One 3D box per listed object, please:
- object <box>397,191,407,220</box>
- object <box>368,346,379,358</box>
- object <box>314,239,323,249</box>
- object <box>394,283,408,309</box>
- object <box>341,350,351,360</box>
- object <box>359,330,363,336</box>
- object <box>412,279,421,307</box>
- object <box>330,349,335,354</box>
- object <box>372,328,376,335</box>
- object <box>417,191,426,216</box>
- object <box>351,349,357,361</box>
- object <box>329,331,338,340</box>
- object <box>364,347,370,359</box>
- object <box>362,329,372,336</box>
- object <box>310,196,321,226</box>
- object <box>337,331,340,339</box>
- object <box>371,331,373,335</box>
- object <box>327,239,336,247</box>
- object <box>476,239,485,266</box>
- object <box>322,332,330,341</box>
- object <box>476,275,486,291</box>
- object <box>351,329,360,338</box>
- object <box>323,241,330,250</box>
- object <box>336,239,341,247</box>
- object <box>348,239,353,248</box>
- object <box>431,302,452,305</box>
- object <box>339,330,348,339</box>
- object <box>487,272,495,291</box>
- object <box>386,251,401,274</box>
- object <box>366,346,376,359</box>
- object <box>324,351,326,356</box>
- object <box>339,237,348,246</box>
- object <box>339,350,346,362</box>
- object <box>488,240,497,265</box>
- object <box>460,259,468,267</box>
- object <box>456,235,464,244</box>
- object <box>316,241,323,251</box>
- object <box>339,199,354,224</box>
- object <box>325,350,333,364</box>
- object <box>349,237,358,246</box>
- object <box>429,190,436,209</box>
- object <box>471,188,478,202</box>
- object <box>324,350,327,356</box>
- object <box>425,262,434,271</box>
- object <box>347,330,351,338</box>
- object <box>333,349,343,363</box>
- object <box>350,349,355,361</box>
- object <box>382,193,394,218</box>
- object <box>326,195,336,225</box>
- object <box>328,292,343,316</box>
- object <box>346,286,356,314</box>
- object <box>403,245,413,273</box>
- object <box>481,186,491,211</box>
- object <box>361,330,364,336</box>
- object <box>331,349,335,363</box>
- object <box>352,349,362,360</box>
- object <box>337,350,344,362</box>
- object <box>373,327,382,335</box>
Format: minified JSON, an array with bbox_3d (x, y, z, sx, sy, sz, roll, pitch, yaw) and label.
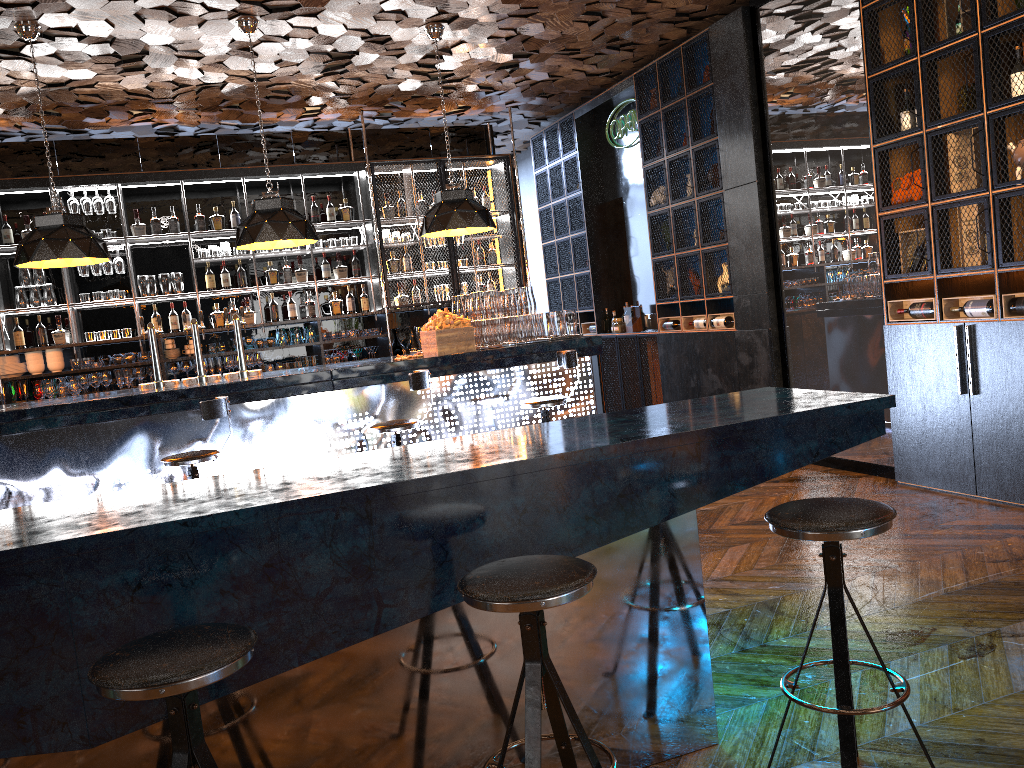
[{"bbox_3d":[-1.162,-1.882,9.325,0.086,0.297,0.086,-4,5,29],"label":"object"},{"bbox_3d":[-1.410,-0.305,9.089,0.107,0.152,0.107,-6,5,6],"label":"object"},{"bbox_3d":[-1.961,-1.413,8.980,0.089,0.092,0.089,-10,6,-34],"label":"object"},{"bbox_3d":[-1.170,-0.928,9.341,0.123,0.279,0.123,-9,5,-31],"label":"object"},{"bbox_3d":[-1.680,-0.266,9.013,0.106,0.148,0.106,-7,5,-1],"label":"object"},{"bbox_3d":[-1.546,-0.535,9.271,0.088,0.070,0.098,-10,6,-35],"label":"object"},{"bbox_3d":[-1.019,-0.963,9.414,0.086,0.299,0.086,-4,5,29],"label":"object"},{"bbox_3d":[-1.842,-0.273,9.177,0.089,0.174,0.089,-4,5,31],"label":"object"},{"bbox_3d":[-1.406,-0.542,9.163,0.098,0.070,0.088,-6,5,7],"label":"object"},{"bbox_3d":[-0.962,-1.903,9.395,0.083,0.282,0.083,-8,5,-20],"label":"object"},{"bbox_3d":[-1.613,-0.286,9.164,0.106,0.148,0.106,-6,5,9],"label":"object"},{"bbox_3d":[-1.795,-0.485,8.932,0.084,0.082,0.084,-8,5,-19],"label":"object"},{"bbox_3d":[-1.500,-0.313,9.319,0.107,0.152,0.107,-8,5,-14],"label":"object"},{"bbox_3d":[-1.482,-0.527,9.084,0.088,0.070,0.098,-5,5,15],"label":"object"},{"bbox_3d":[-2.006,-1.762,9.019,0.086,0.299,0.086,-4,5,29],"label":"object"},{"bbox_3d":[-1.773,-0.505,9.145,0.084,0.082,0.084,-8,5,-22],"label":"object"},{"bbox_3d":[-1.442,-0.546,9.259,0.088,0.070,0.098,-4,5,27],"label":"object"},{"bbox_3d":[-1.836,-1.434,9.057,0.089,0.092,0.089,-8,5,-20],"label":"object"},{"bbox_3d":[-0.347,-1.424,9.644,0.086,0.299,0.086,-4,5,29],"label":"object"},{"bbox_3d":[-1.872,-0.474,8.907,0.084,0.082,0.084,-9,5,-27],"label":"object"},{"bbox_3d":[-0.342,-1.050,9.657,0.083,0.282,0.083,-10,6,-35],"label":"object"},{"bbox_3d":[-1.593,-0.514,9.004,0.084,0.082,0.084,-10,6,-37],"label":"object"},{"bbox_3d":[-1.906,-1.436,9.184,0.089,0.092,0.089,-10,6,-34],"label":"object"},{"bbox_3d":[-1.800,-1.449,9.197,0.089,0.092,0.089,-10,6,-34],"label":"object"},{"bbox_3d":[-1.702,-1.464,9.245,0.089,0.092,0.089,-5,5,19],"label":"object"},{"bbox_3d":[-0.627,-0.872,9.500,0.437,0.019,0.273,-8,5,-20],"label":"object"},{"bbox_3d":[-1.704,-0.498,8.964,0.084,0.082,0.084,-7,5,-2],"label":"object"},{"bbox_3d":[-0.230,-1.074,9.711,0.086,0.298,0.086,-4,5,29],"label":"object"},{"bbox_3d":[-1.245,-1.269,9.314,0.151,0.248,0.094,-7,5,-11],"label":"object"},{"bbox_3d":[-1.452,-0.309,9.199,0.107,0.152,0.107,-7,5,-6],"label":"object"},{"bbox_3d":[-1.913,-0.258,9.082,0.089,0.174,0.089,-4,5,31],"label":"object"},{"bbox_3d":[-1.716,-1.448,9.060,0.089,0.092,0.089,-5,5,19],"label":"object"},{"bbox_3d":[-1.719,-0.271,9.123,0.106,0.148,0.106,-5,5,12],"label":"object"},{"bbox_3d":[-0.218,-1.433,9.688,0.083,0.282,0.083,-7,5,-10],"label":"object"},{"bbox_3d":[-0.514,-1.294,9.538,0.089,0.092,0.089,-10,6,-35],"label":"object"},{"bbox_3d":[-0.562,-1.621,9.456,0.092,0.244,0.092,-9,5,-25],"label":"object"},{"bbox_3d":[-1.987,-1.422,9.119,0.089,0.092,0.089,-4,5,24],"label":"object"},{"bbox_3d":[-1.700,-1.779,9.127,0.151,0.248,0.094,-6,5,9],"label":"object"},{"bbox_3d":[-1.847,-0.251,8.905,0.089,0.174,0.089,-4,5,31],"label":"object"},{"bbox_3d":[-1.624,-1.461,9.100,0.089,0.092,0.089,-10,6,-34],"label":"object"},{"bbox_3d":[-0.817,-1.921,9.449,0.123,0.279,0.123,-8,5,-16],"label":"object"},{"bbox_3d":[-0.407,-1.981,9.597,0.083,0.282,0.083,-7,5,-5],"label":"object"},{"bbox_3d":[-1.870,-0.256,8.997,0.089,0.174,0.089,-4,5,31],"label":"object"},{"bbox_3d":[-0.869,-1.240,9.366,0.089,0.092,0.089,-10,6,-35],"label":"object"},{"bbox_3d":[-1.644,-0.515,9.090,0.084,0.082,0.084,-8,5,-14],"label":"object"},{"bbox_3d":[-1.768,-0.267,8.997,0.089,0.174,0.089,-4,5,31],"label":"object"},{"bbox_3d":[-1.654,-0.290,9.271,0.106,0.148,0.106,-5,5,19],"label":"object"},{"bbox_3d":[-1.295,-1.851,9.259,0.123,0.279,0.123,-7,5,-11],"label":"object"},{"bbox_3d":[-1.862,-1.785,9.101,0.086,0.298,0.086,-4,5,29],"label":"object"},{"bbox_3d":[-1.811,-0.822,9.123,0.151,0.248,0.094,-7,5,-11],"label":"object"},{"bbox_3d":[-1.675,-0.868,9.186,0.086,0.298,0.086,-4,5,29],"label":"object"},{"bbox_3d":[-1.109,-1.315,9.378,0.086,0.298,0.086,-4,5,29],"label":"object"},{"bbox_3d":[-0.287,-2.009,9.669,0.086,0.298,0.086,-3,5,34],"label":"object"},{"bbox_3d":[-1.514,-0.531,9.176,0.088,0.070,0.098,-6,5,3],"label":"object"},{"bbox_3d":[-1.822,-0.268,9.081,0.089,0.174,0.089,-4,5,31],"label":"object"},{"bbox_3d":[-1.572,-0.282,9.055,0.106,0.148,0.106,-7,5,-10],"label":"object"},{"bbox_3d":[-1.762,-0.275,9.233,0.106,0.148,0.106,-7,5,-1],"label":"object"},{"bbox_3d":[-1.370,-0.539,9.072,0.088,0.070,0.098,-7,5,-10],"label":"object"}]
